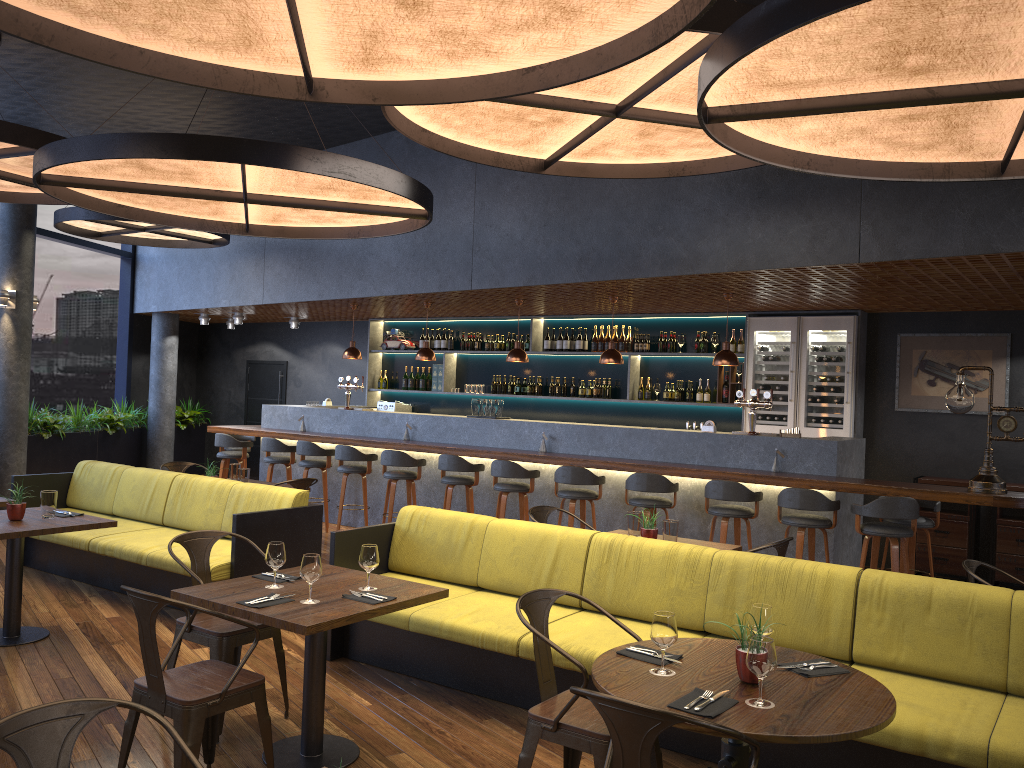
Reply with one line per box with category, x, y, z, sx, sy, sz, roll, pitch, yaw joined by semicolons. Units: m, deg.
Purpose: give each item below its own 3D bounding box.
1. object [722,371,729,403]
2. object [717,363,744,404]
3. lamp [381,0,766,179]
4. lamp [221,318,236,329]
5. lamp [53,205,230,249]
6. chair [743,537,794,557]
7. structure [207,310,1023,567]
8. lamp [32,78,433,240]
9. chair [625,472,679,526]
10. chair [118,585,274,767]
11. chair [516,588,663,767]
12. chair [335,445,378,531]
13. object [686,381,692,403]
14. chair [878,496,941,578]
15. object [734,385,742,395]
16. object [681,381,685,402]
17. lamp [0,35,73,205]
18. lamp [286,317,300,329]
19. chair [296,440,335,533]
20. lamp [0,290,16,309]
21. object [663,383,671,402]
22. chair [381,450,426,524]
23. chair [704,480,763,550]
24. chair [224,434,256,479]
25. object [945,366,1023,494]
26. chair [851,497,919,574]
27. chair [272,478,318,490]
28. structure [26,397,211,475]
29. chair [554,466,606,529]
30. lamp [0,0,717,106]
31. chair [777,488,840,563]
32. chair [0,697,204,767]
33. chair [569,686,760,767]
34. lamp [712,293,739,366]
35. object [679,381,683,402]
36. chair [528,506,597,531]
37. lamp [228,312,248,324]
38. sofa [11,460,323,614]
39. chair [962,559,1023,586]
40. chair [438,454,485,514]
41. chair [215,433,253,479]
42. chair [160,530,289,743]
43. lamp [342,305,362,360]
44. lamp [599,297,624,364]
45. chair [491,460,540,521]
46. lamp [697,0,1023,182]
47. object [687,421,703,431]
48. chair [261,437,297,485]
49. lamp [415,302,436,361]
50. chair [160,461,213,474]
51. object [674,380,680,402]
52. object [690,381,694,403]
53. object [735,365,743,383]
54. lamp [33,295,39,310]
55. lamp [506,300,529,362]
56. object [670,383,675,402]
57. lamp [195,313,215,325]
object;2.464;0.038;10.192;0.091;0.369;0.092;2;0;4
object;2.523;-0.006;10.150;0.300;0.475;0.161;2;0;34
lamp;0.644;-2.133;5.280;2.778;1.159;2.778;2;0;-5
lamp;-4.602;-0.990;14.542;0.228;0.172;0.228;2;0;35
lamp;-4.457;-2.358;10.816;1.979;1.093;1.979;2;0;-2
chair;1.401;1.358;5.371;0.541;0.917;0.504;2;0;35
structure;0.647;0.467;9.988;9.298;2.700;2.700;2;0;35
lamp;-1.954;-2.049;6.589;2.778;1.475;2.778;2;0;-1
chair;1.218;1.302;7.930;0.438;1.048;0.483;3;0;-41
chair;-1.287;1.242;3.567;0.504;0.917;0.541;2;0;35
chair;0.279;1.302;3.439;0.541;0.917;0.504;2;0;35
chair;-1.768;1.197;9.889;0.438;1.048;0.483;2;0;-27
object;2.083;0.090;10.437;0.063;0.254;0.063;2;0;-3
chair;3.245;1.377;7.306;0.483;1.048;0.438;2;0;6
object;2.580;0.119;10.110;0.097;0.206;0.097;2;0;-15
object;2.033;0.089;10.603;0.063;0.254;0.063;2;0;-3
lamp;-4.606;-2.326;7.210;2.778;1.159;2.778;2;0;-20
lamp;-3.358;-0.946;13.685;0.228;0.172;0.228;2;0;35
chair;-2.288;1.179;10.339;0.483;1.048;0.438;2;0;6
lamp;-5.969;-1.003;10.392;0.215;0.215;0.189;2;0;-5
object;1.847;0.097;10.552;0.088;0.224;0.088;2;0;4
chair;-1.193;1.217;9.443;0.438;1.048;0.483;2;0;-36
chair;1.860;1.324;7.494;0.483;1.048;0.438;2;0;6
chair;-3.748;1.133;12.051;0.483;1.048;0.438;2;0;-27
object;3.552;0.336;6.654;0.566;0.944;0.263;2;0;27
chair;2.825;1.358;6.761;0.483;1.048;0.438;2;0;26
chair;-1.966;1.240;7.581;0.541;0.917;0.504;2;0;35
structure;-6.832;0.807;8.204;0.808;1.413;17.112;2;0;10
chair;0.624;1.281;8.313;0.483;1.048;0.438;2;0;-5
lamp;-0.689;-2.024;2.682;2.778;1.475;2.778;2;0;-6
chair;2.334;1.340;7.087;0.438;1.048;0.483;2;0;-27
chair;-0.951;1.246;2.000;0.541;0.917;0.504;2;0;35
chair;0.433;1.303;2.570;0.504;0.917;0.541;2;0;35
lamp;2.015;-0.508;8.306;0.250;0.673;0.250;2;0;-23
object;1.993;0.087;10.530;0.063;0.254;0.063;2;0;-28
chair;0.376;1.322;6.077;0.541;0.917;0.504;2;0;35
lamp;-4.068;-0.977;13.190;0.228;0.172;0.228;2;0;35
sofa;-2.978;1.202;7.195;3.061;0.914;0.966;2;0;35
chair;2.589;1.400;4.535;0.541;0.917;0.504;2;0;35
chair;-0.535;1.241;9.130;0.483;1.048;0.438;2;0;6
chair;-3.489;1.137;11.098;0.483;1.048;0.438;2;0;6
chair;-1.473;1.241;4.531;0.541;0.917;0.504;2;0;35
lamp;-1.981;-0.648;11.058;0.250;0.673;0.250;2;0;22
lamp;1.020;-0.543;8.991;0.250;0.673;0.250;2;0;-23
chair;-0.003;1.259;8.697;0.438;1.048;0.483;2;0;-27
lamp;2.216;-1.904;3.691;2.778;1.475;2.778;2;0;39
object;2.176;0.689;10.416;0.310;0.492;0.204;2;0;35
chair;-2.786;1.162;10.667;0.483;1.048;0.438;2;0;6
lamp;-0.999;-0.614;10.382;0.250;0.673;0.250;2;0;-23
chair;-3.006;1.204;8.298;0.541;0.917;0.504;2;0;35
object;1.953;0.085;10.460;0.063;0.254;0.063;2;0;37
object;2.123;0.092;10.510;0.063;0.254;0.063;2;0;42
object;2.590;-0.115;10.111;0.097;0.206;0.097;2;0;-15
lamp;-5.940;-0.998;10.955;0.215;0.215;0.189;2;0;13
lamp;0.070;-0.576;9.646;0.250;0.673;0.250;2;0;-23
object;1.921;0.100;10.634;0.088;0.224;0.088;2;0;29
lamp;-4.745;-1.001;13.677;0.228;0.172;0.228;2;0;35
